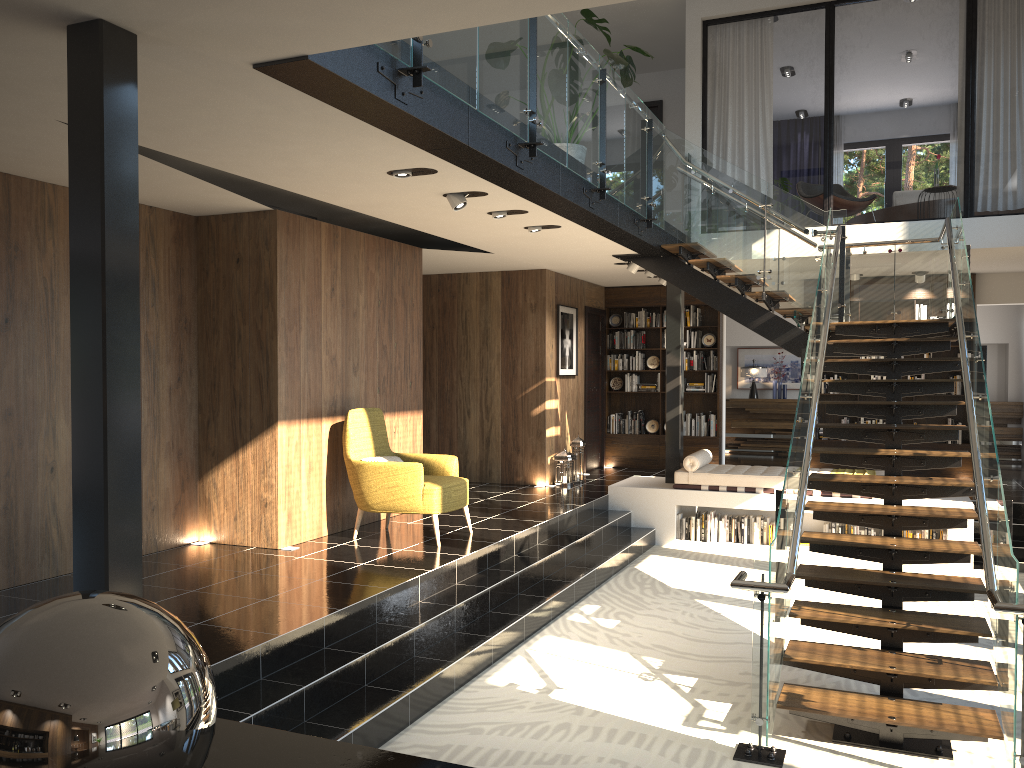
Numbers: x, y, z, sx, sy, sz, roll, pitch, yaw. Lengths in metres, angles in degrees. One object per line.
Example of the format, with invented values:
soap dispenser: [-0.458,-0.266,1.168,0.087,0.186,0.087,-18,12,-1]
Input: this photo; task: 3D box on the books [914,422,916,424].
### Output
books: [5.321,0.637,11.706,0.024,0.264,0.174,1,1,23]

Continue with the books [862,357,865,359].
books: [4.734,-0.321,11.947,0.031,0.272,0.158,1,1,23]

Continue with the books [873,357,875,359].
books: [4.850,-0.313,11.877,0.028,0.258,0.208,1,1,23]

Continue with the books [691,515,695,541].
books: [2.065,1.625,10.034,0.035,0.273,0.200,1,1,23]

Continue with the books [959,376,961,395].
books: [5.798,0.015,11.493,0.022,0.247,0.132,1,1,23]

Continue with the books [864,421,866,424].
books: [4.749,0.634,11.932,0.030,0.262,0.173,1,1,23]

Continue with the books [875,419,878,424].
books: [4.885,0.617,11.889,0.032,0.298,0.169,1,1,23]

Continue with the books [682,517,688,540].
books: [1.966,1.640,10.083,0.027,0.241,0.150,1,1,23]

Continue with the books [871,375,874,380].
books: [4.834,-0.009,11.895,0.030,0.284,0.176,1,1,23]

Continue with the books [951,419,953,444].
books: [5.714,0.616,11.525,0.027,0.311,0.148,1,1,23]

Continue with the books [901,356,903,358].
books: [5.177,-0.292,11.762,0.046,0.219,0.145,1,1,23]

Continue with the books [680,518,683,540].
books: [1.942,1.646,10.090,0.024,0.229,0.171,1,1,23]

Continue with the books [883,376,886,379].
books: [4.962,0.003,11.844,0.067,0.261,0.159,1,1,23]

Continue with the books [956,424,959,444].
books: [5.778,0.645,11.497,0.023,0.254,0.191,1,1,23]

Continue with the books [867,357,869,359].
books: [4.779,-0.283,11.914,0.024,0.198,0.174,1,1,23]

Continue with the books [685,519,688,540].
books: [2.003,1.655,10.098,0.029,0.211,0.130,1,1,23]

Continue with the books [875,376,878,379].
books: [4.882,0.011,11.871,0.030,0.245,0.166,1,1,23]

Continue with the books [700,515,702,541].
books: [2.154,1.622,10.021,0.028,0.279,0.120,1,2,23]

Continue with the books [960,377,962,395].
books: [5.820,0.026,11.502,0.012,0.224,0.097,1,2,23]

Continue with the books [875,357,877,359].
books: [4.883,-0.285,11.887,0.026,0.201,0.146,1,1,23]

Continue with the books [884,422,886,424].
books: [4.985,0.639,11.835,0.034,0.255,0.194,1,1,23]

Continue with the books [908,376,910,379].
books: [5.247,0.004,11.725,0.026,0.263,0.156,1,1,23]

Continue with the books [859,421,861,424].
books: [4.701,0.633,11.979,0.026,0.263,0.156,1,1,23]

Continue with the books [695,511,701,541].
books: [2.105,1.604,10.046,0.029,0.314,0.163,1,1,23]

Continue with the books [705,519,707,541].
books: [2.205,1.643,9.995,0.029,0.237,0.146,1,1,23]

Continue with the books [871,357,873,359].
books: [4.827,-0.304,11.894,0.027,0.239,0.153,1,1,23]

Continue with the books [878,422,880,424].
books: [4.902,0.639,11.856,0.025,0.255,0.202,1,1,23]

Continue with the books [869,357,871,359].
books: [4.799,-0.298,11.897,0.027,0.228,0.208,1,1,23]

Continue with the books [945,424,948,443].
books: [5.661,0.648,11.544,0.026,0.247,0.149,1,1,23]

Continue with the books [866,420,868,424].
books: [4.782,0.628,11.938,0.025,0.274,0.150,1,1,23]

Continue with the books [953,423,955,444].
books: [5.741,0.638,11.525,0.023,0.267,0.147,1,1,23]

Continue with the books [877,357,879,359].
books: [4.903,-0.287,11.876,0.020,0.206,0.147,1,1,23]

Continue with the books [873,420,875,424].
books: [4.856,0.625,11.902,0.031,0.280,0.141,1,1,23]

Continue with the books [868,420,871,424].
books: [4.797,0.627,11.904,0.030,0.276,0.160,1,1,23]

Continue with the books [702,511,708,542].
books: [2.170,1.601,9.984,0.030,0.322,0.202,1,1,23]

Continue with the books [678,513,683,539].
books: [1.925,1.617,10.112,0.024,0.286,0.130,1,1,23]

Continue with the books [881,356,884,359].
books: [4.944,-0.299,11.831,0.028,0.231,0.167,1,1,23]

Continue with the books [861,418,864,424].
books: [4.715,0.609,11.935,0.035,0.312,0.160,1,1,23]

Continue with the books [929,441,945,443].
books: [5.519,0.757,11.629,0.273,0.025,0.156,0,1,21]

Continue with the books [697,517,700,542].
books: [2.117,1.635,10.002,0.027,0.254,0.204,1,1,23]

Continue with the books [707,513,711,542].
books: [2.222,1.608,9.959,0.028,0.309,0.211,1,1,23]

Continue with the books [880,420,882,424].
books: [4.935,0.613,11.862,0.032,0.306,0.155,1,1,23]

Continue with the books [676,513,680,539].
books: [1.908,1.625,10.136,0.025,0.270,0.156,1,1,23]

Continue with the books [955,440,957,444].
books: [5.760,0.654,11.514,0.022,0.234,0.178,1,1,23]

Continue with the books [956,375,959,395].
books: [5.766,0.013,11.481,0.026,0.251,0.178,1,1,23]

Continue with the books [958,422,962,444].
books: [5.797,0.635,11.481,0.025,0.274,0.204,1,1,23]

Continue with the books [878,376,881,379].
books: [4.902,0.012,11.835,0.036,0.244,0.194,1,1,23]

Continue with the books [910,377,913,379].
books: [5.280,0.020,11.722,0.037,0.232,0.231,1,1,23]

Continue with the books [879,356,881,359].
books: [4.921,-0.306,11.853,0.030,0.244,0.142,1,1,23]

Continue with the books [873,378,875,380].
books: [4.845,0.024,11.852,0.023,0.218,0.195,1,1,23]

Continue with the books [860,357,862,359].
books: [4.706,-0.299,11.961,0.030,0.228,0.176,1,1,23]

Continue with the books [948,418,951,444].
books: [5.687,0.608,11.534,0.030,0.326,0.195,1,1,23]

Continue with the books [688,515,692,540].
books: [2.032,1.633,10.089,0.030,0.256,0.145,1,1,23]
